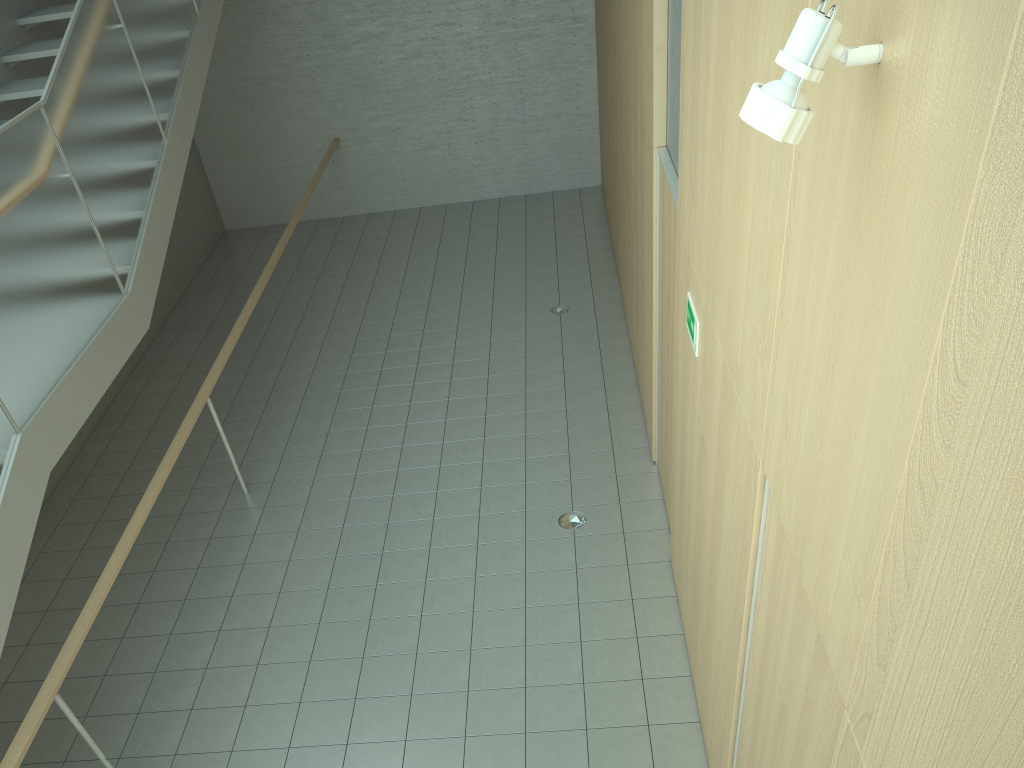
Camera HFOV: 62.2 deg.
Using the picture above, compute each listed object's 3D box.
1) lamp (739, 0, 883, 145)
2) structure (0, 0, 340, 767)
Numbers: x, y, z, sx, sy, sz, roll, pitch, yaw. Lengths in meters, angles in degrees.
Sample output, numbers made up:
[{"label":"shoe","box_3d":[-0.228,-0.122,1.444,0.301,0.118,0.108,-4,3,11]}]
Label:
[{"label":"lamp","box_3d":[0.497,-0.523,1.424,0.229,0.227,0.123,-16,38,-10]},{"label":"structure","box_3d":[-3.130,-0.560,4.914,1.890,4.942,10.794,-4,36,4]}]
